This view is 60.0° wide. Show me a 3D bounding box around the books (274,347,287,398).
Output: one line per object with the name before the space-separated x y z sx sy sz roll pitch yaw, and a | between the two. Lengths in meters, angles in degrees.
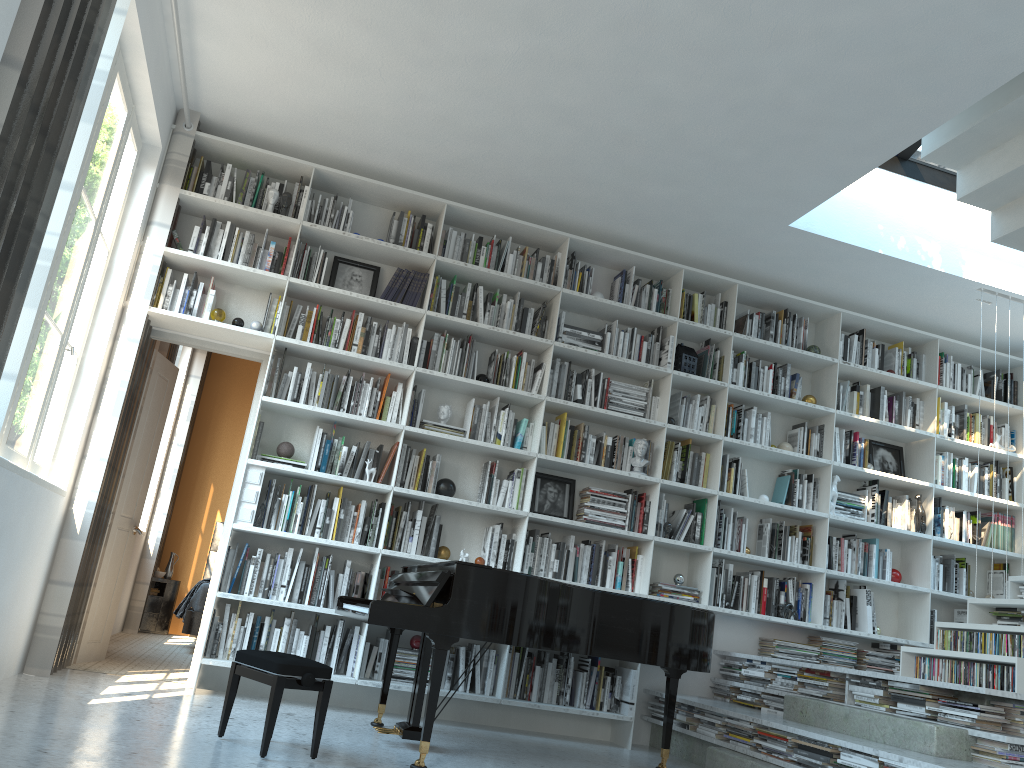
books | -1.390 -0.037 5.304 0.012 0.333 0.185 13 -15 -14

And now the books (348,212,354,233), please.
books | -1.037 -0.976 5.646 0.013 0.209 0.136 13 -15 -14

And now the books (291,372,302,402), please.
books | -1.299 0.047 5.312 0.028 0.203 0.188 13 -15 -14

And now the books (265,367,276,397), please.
books | -1.445 0.017 5.297 0.026 0.208 0.155 13 -15 -14

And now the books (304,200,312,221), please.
books | -1.291 -1.034 5.568 0.017 0.203 0.142 13 -15 -14

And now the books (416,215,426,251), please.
books | -0.608 -0.928 5.739 0.025 0.296 0.164 13 -15 -14

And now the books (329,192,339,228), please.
books | -1.138 -1.042 5.595 0.015 0.279 0.191 13 -15 -14

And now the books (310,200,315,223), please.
books | -1.262 -1.029 5.581 0.032 0.209 0.158 13 -15 -14

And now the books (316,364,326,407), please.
books | -1.166 0.038 5.372 0.011 0.292 0.184 13 -15 -14

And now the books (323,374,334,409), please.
books | -1.122 0.074 5.371 0.024 0.236 0.167 13 -15 -14

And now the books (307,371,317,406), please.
books | -1.218 0.057 5.375 0.049 0.242 0.139 13 -15 -14

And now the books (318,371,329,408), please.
books | -1.152 0.061 5.363 0.021 0.247 0.189 13 -15 -14

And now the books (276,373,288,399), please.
books | -1.380 0.042 5.297 0.037 0.181 0.189 13 -15 -14

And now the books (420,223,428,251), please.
books | -0.596 -0.901 5.763 0.022 0.260 0.152 13 -15 -14

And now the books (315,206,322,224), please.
books | -1.230 -1.012 5.594 0.017 0.193 0.129 13 -15 -14

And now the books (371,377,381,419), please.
books | -0.851 0.115 5.472 0.015 0.292 0.144 13 -15 -14

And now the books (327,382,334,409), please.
books | -1.116 0.099 5.396 0.010 0.203 0.139 13 -15 -14

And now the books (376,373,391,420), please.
books | -0.809 0.104 5.472 0.035 0.324 0.170 13 -15 -14

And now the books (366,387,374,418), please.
books | -0.887 0.142 5.446 0.012 0.217 0.160 13 -15 -14

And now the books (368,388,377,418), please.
books | -0.872 0.144 5.454 0.021 0.220 0.149 13 -15 -14

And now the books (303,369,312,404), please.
books | -1.240 0.044 5.346 0.011 0.245 0.176 13 -15 -14

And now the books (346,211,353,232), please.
books | -1.047 -0.977 5.632 0.014 0.201 0.171 13 -15 -14

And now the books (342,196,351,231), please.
books | -1.065 -1.029 5.644 0.007 0.300 0.145 13 -15 -14

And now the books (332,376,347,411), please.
books | -1.063 0.085 5.414 0.048 0.255 0.142 13 -15 -14

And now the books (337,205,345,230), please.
books | -1.097 -0.999 5.614 0.013 0.219 0.181 13 -15 -14

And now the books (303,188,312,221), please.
books | -1.299 -1.074 5.583 0.007 0.284 0.160 13 -15 -14

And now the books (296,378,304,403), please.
books | -1.290 0.069 5.358 0.021 0.187 0.129 13 -15 -14

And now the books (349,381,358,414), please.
books | -0.978 0.112 5.411 0.013 0.228 0.177 13 -15 -14

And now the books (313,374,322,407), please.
books | -1.184 0.066 5.363 0.014 0.229 0.148 13 -15 -14

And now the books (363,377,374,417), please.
books | -0.891 0.108 5.437 0.015 0.274 0.157 13 -15 -14

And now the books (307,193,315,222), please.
books | -1.278 -1.056 5.583 0.007 0.258 0.157 13 -15 -14

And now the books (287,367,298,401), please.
books | -1.324 0.029 5.320 0.022 0.235 0.177 13 -15 -14

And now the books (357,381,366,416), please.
books | -0.937 0.115 5.442 0.011 0.251 0.139 13 -15 -14

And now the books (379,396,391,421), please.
books | -0.789 0.180 5.465 0.030 0.183 0.152 13 -15 -14

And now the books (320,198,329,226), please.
books | -1.195 -1.032 5.597 0.016 0.242 0.156 13 -15 -14

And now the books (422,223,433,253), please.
books | -0.567 -0.895 5.756 0.031 0.253 0.178 13 -15 -14

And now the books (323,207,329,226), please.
books | -1.188 -1.002 5.602 0.014 0.192 0.146 13 -15 -14

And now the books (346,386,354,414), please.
books | -1.000 0.122 5.418 0.021 0.204 0.130 13 -15 -14

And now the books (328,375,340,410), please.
books | -1.092 0.080 5.387 0.023 0.242 0.185 13 -15 -14

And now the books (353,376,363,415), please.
books | -0.953 0.098 5.429 0.012 0.271 0.145 13 -15 -14

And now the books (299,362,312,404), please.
books | -1.256 0.025 5.354 0.023 0.280 0.174 13 -15 -14

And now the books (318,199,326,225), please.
books | -1.209 -1.027 5.586 0.013 0.224 0.177 13 -15 -14

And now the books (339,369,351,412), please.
books | -1.026 0.067 5.410 0.013 0.299 0.152 13 -15 -14

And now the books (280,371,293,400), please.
books | -1.361 0.038 5.324 0.042 0.208 0.143 13 -15 -14

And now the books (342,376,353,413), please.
books | -1.016 0.093 5.418 0.021 0.256 0.156 13 -15 -14

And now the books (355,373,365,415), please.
books | -0.944 0.088 5.451 0.011 0.303 0.130 13 -15 -14

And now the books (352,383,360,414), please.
books | -0.969 0.117 5.425 0.013 0.227 0.152 13 -15 -14

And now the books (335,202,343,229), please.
books | -1.109 -1.016 5.623 0.013 0.252 0.129 13 -15 -14

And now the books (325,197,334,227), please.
books | -1.165 -1.035 5.602 0.016 0.260 0.154 13 -15 -14

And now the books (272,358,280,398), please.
books | -1.414 -0.008 5.294 0.027 0.265 0.176 13 -15 -14

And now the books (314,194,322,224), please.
books | -1.236 -1.045 5.584 0.012 0.248 0.180 13 -15 -14

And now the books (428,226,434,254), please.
books | -0.538 -0.883 5.778 0.039 0.251 0.147 13 -15 -14

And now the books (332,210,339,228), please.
books | -1.131 -0.988 5.605 0.026 0.182 0.162 13 -15 -14

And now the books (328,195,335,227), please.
books | -1.153 -1.038 5.605 0.007 0.271 0.155 13 -15 -14

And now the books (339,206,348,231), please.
books | -1.079 -0.994 5.611 0.021 0.213 0.173 13 -15 -14

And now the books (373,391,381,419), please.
books | -0.841 0.157 5.450 0.013 0.203 0.162 13 -15 -14

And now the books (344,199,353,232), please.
books | -1.059 -1.020 5.657 0.015 0.292 0.131 13 -15 -14

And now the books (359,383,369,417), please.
books | -0.922 0.125 5.455 0.028 0.242 0.132 13 -15 -14

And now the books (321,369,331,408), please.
books | -1.140 0.057 5.386 0.011 0.270 0.158 13 -15 -14

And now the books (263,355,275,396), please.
books | -1.460 -0.021 5.310 0.012 0.284 0.160 13 -15 -14
